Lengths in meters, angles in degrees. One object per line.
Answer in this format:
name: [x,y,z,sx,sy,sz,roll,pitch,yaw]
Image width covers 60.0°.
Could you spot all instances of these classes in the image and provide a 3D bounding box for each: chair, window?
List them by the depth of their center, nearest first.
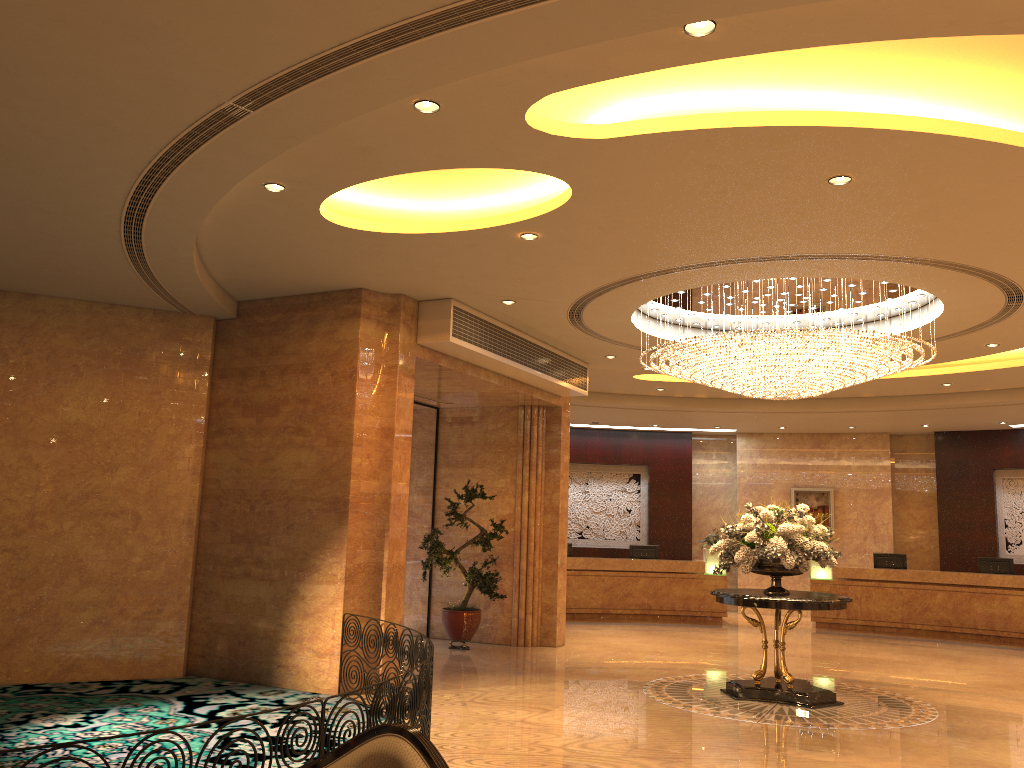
chair: [-0.608,1.764,3.167,0.951,0.916,0.769,-2,-10,21]
window: [-2.006,1.864,12.257,0.047,3.571,3.515,-3,-10,26]

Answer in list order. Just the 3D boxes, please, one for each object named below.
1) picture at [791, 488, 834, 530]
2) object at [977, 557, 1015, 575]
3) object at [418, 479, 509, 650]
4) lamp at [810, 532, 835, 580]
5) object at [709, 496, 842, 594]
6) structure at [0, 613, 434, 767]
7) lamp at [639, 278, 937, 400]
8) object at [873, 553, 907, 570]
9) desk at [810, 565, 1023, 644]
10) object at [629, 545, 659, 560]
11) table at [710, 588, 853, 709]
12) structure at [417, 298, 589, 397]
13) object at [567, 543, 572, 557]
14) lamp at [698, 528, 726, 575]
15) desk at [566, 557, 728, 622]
picture: [6.546,2.720,19.321,0.875,0.890,0.068,-1,-10,17]
object: [8.859,3.430,16.233,0.430,0.500,0.531,4,-9,-13]
object: [-0.676,2.539,12.540,1.250,2.363,0.843,1,-9,7]
lamp: [6.052,3.356,17.389,0.577,0.925,0.542,-3,-10,28]
object: [2.949,1.808,9.838,1.318,0.999,1.277,8,-11,-32]
structure: [-3.005,2.108,4.869,3.815,0.995,7.624,-7,-13,44]
lamp: [3.077,-0.416,10.137,3.204,1.196,3.206,6,-10,-26]
object: [7.340,3.538,17.215,0.430,0.500,0.531,6,-10,-26]
desk: [10.022,3.582,13.038,3.466,1.155,12.951,7,-10,-29]
object: [2.542,3.551,18.182,0.918,0.500,0.397,0,-9,9]
table: [2.920,2.831,9.637,1.493,1.089,1.493,-1,-10,20]
structure: [0.049,-0.374,11.617,0.425,0.483,4.113,-3,-10,26]
object: [0.921,3.459,17.933,0.531,0.500,0.430,-1,-10,18]
lamp: [4.050,3.360,17.826,0.570,0.923,0.580,-2,-10,23]
desk: [1.840,4.087,17.836,5.227,1.155,1.570,3,-9,-9]
